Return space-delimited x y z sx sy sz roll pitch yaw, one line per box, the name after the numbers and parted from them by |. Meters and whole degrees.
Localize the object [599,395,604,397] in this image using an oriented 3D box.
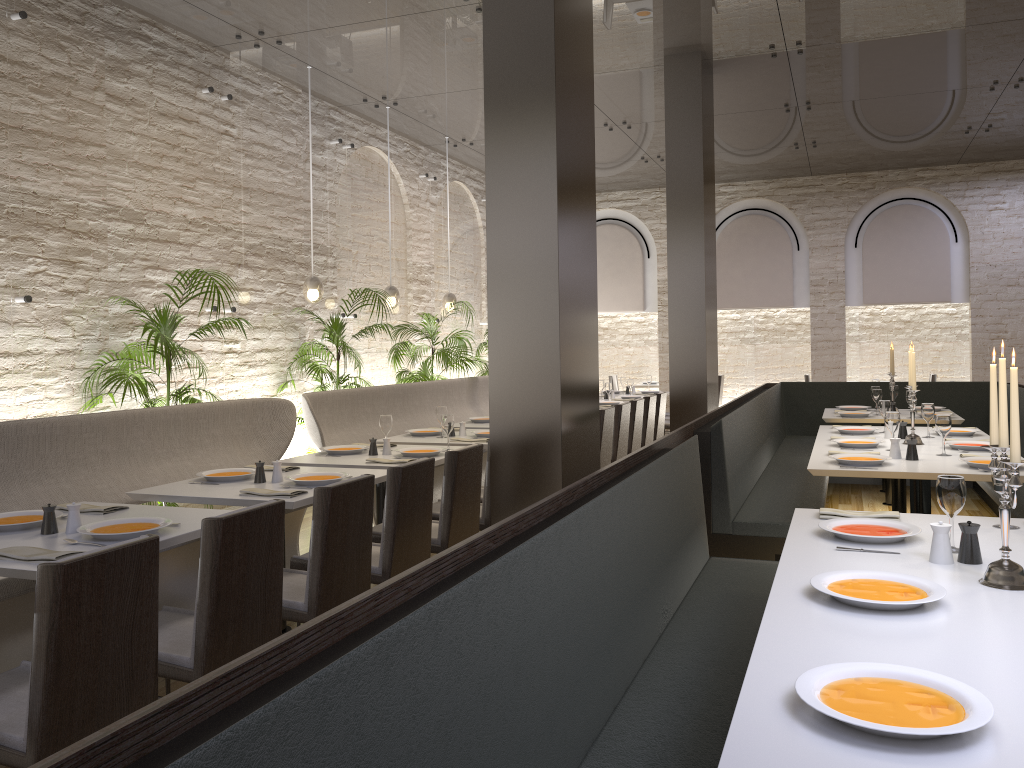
1.086 0.157 11.299 0.273 0.033 0.143 0 2 21 | object

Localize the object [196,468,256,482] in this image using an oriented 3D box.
-1.462 0.473 4.572 0.321 0.036 0.322 -1 2 -1 | object

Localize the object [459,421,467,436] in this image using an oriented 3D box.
-0.368 0.331 6.591 0.059 0.109 0.059 -1 1 12 | object

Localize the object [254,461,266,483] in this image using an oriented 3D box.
-1.258 0.437 4.423 0.059 0.109 0.059 -1 1 12 | object

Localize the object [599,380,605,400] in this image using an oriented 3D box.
1.082 0.074 10.739 0.086 0.231 0.086 -1 0 -39 | object

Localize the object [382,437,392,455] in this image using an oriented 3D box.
-0.777 0.384 5.501 0.059 0.109 0.059 -1 1 29 | object

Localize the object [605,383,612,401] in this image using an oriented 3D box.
1.094 0.103 10.047 0.086 0.231 0.086 -1 0 -39 | object

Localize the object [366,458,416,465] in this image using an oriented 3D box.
-0.689 0.445 5.106 0.273 0.033 0.143 0 2 21 | object

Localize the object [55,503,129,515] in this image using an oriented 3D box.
-1.765 0.521 3.715 0.273 0.033 0.143 0 2 21 | object

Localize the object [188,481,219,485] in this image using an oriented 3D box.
-1.530 0.492 4.402 0.185 0.010 0.017 0 2 21 | object

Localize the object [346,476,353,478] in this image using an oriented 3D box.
-0.901 0.475 4.549 0.185 0.010 0.017 0 2 21 | object

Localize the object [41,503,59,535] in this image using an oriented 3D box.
-1.698 0.493 3.252 0.059 0.109 0.059 -1 1 12 | object

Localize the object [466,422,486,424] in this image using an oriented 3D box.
-0.314 0.336 7.639 0.185 0.010 0.017 0 2 21 | object

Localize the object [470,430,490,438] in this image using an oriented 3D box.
-0.151 0.369 6.531 0.321 0.036 0.322 -1 2 3 | object

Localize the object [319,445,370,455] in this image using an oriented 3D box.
-1.063 0.422 5.633 0.321 0.036 0.322 -3 3 -34 | object

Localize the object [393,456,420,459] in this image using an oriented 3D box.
-0.630 0.438 5.272 0.181 0.015 0.038 0 2 22 | object

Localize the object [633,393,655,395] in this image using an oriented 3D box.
1.724 0.136 11.525 0.273 0.033 0.143 0 2 21 | object

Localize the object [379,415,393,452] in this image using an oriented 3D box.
-0.810 0.316 5.704 0.086 0.231 0.086 -1 0 -27 | object

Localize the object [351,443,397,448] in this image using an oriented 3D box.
-0.926 0.414 5.946 0.273 0.033 0.143 0 2 21 | object

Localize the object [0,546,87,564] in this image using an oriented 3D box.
-1.527 0.552 2.874 0.273 0.033 0.143 0 2 21 | object

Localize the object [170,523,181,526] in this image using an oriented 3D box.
-1.341 0.531 3.378 0.185 0.010 0.017 0 2 21 | object

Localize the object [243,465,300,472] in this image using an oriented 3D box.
-1.325 0.465 4.886 0.273 0.033 0.143 0 2 21 | object

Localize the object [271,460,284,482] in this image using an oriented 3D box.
-1.176 0.435 4.441 0.059 0.109 0.059 -1 1 12 | object

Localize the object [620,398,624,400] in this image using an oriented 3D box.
1.382 0.180 10.624 0.181 0.015 0.038 0 2 22 | object

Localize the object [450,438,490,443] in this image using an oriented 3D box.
-0.279 0.393 6.195 0.273 0.033 0.143 0 2 21 | object

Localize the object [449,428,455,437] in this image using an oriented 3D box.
-0.450 0.333 6.573 0.059 0.109 0.059 -1 1 12 | object

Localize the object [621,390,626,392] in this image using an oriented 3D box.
1.487 0.105 12.366 0.273 0.033 0.143 0 2 21 | object

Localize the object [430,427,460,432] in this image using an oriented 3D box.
-0.517 0.361 7.036 0.273 0.033 0.143 0 2 21 | object

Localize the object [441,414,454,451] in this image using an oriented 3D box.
-0.410 0.311 5.665 0.086 0.231 0.086 -1 0 -27 | object

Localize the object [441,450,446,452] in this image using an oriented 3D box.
-0.502 0.424 5.609 0.185 0.010 0.017 0 2 21 | object

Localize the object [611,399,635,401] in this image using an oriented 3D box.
1.323 0.188 10.458 0.273 0.033 0.143 0 2 21 | object

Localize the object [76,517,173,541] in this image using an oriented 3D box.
-1.400 0.529 3.210 0.321 0.036 0.322 -1 2 -1 | object

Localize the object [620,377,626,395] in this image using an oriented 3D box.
1.479 0.023 11.794 0.086 0.231 0.086 -1 0 -39 | object

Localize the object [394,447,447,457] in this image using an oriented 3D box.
-0.561 0.422 5.442 0.321 0.036 0.322 -3 3 -34 | object

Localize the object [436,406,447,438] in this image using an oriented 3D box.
-0.515 0.278 6.489 0.086 0.231 0.086 -1 0 -21 | object

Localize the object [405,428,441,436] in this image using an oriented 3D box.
-0.654 0.370 6.722 0.321 0.036 0.322 -1 2 3 | object

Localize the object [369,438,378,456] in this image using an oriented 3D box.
-0.859 0.386 5.483 0.059 0.109 0.059 -1 1 29 | object

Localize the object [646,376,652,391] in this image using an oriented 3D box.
1.877 0.003 12.129 0.086 0.231 0.086 -1 0 -39 | object

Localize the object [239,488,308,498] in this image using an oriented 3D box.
-1.087 0.496 4.045 0.273 0.033 0.143 0 2 21 | object

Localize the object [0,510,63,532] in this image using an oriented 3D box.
-1.902 0.529 3.401 0.321 0.036 0.322 -1 2 -1 | object

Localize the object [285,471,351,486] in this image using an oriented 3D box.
-0.959 0.473 4.381 0.321 0.036 0.322 -1 2 -1 | object

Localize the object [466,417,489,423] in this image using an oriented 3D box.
-0.245 0.318 7.809 0.321 0.036 0.322 -1 2 -1 | object

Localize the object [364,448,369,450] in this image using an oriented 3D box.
-1.004 0.422 5.800 0.181 0.015 0.038 0 2 22 | object

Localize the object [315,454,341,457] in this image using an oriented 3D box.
-1.132 0.441 5.462 0.185 0.010 0.017 0 2 21 | object

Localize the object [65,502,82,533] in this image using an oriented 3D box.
-1.616 0.491 3.270 0.059 0.109 0.059 -1 1 12 | object

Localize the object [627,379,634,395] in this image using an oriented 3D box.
1.480 0.053 11.074 0.086 0.231 0.086 -1 0 -39 | object

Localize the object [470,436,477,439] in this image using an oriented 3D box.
-0.220 0.385 6.361 0.181 0.015 0.038 0 2 22 | object

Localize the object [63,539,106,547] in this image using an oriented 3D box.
-1.469 0.545 3.040 0.181 0.015 0.038 0 2 22 | object

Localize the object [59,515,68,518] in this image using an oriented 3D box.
-1.843 0.529 3.568 0.181 0.015 0.038 0 2 22 | object

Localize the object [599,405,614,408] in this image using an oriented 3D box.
0.935 0.237 9.425 0.273 0.033 0.143 0 2 21 | object

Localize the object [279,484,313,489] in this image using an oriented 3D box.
-1.028 0.489 4.211 0.181 0.015 0.038 0 2 22 | object
